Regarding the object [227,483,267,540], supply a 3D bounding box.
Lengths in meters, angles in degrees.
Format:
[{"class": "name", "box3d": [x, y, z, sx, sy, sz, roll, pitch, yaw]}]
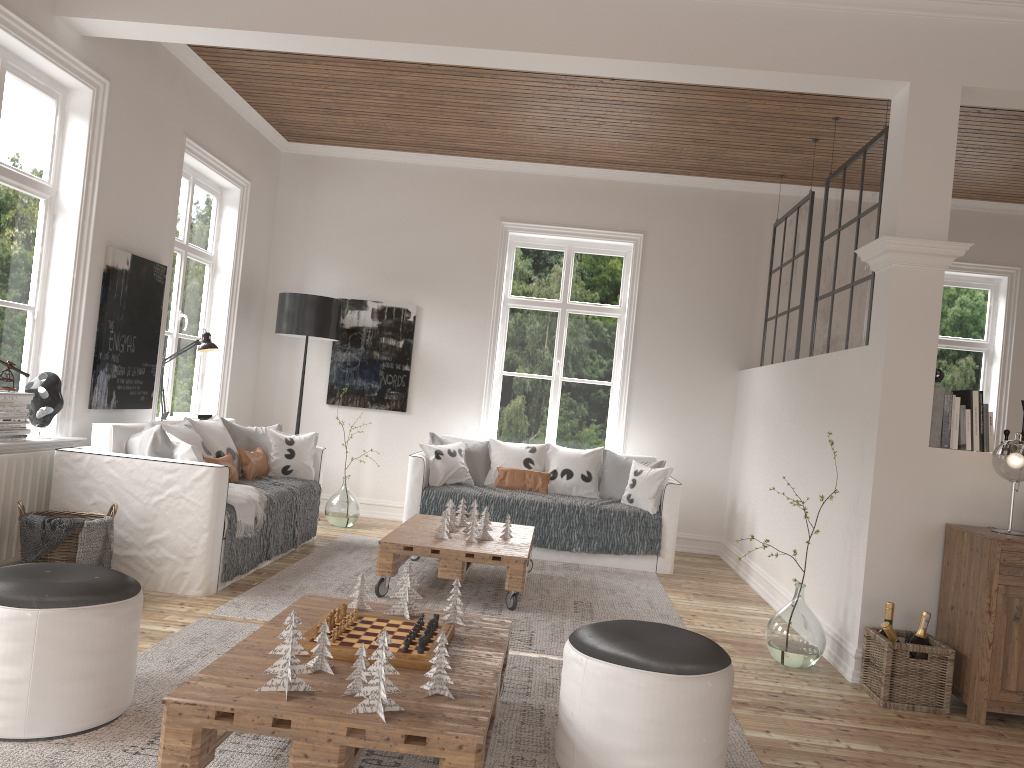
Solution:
[{"class": "object", "box3d": [-1.686, 0.645, 4.864, 0.729, 0.255, 0.588, 6, -1, 7]}]

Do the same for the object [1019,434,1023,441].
[{"class": "object", "box3d": [2.303, 0.277, 4.009, 0.058, 0.102, 0.032, 6, -1, -2]}]

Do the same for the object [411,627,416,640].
[{"class": "object", "box3d": [-0.304, 0.770, 2.737, 0.017, 0.037, 0.017, 5, -1, 23]}]

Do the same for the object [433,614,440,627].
[{"class": "object", "box3d": [-0.249, 0.777, 2.913, 0.019, 0.040, 0.019, 5, -1, 37]}]

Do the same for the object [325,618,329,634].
[{"class": "object", "box3d": [-0.568, 0.738, 2.710, 0.022, 0.047, 0.022, 5, -1, 36]}]

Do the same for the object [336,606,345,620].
[{"class": "object", "box3d": [-0.558, 0.744, 2.884, 0.026, 0.044, 0.026, 7, -1, -42]}]

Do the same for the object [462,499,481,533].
[{"class": "object", "box3d": [-0.223, 0.779, 5.259, 0.107, 0.195, 0.113, 6, -1, 10]}]

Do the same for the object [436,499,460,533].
[{"class": "object", "box3d": [-0.369, 0.764, 5.180, 0.106, 0.193, 0.112, 5, -1, 31]}]

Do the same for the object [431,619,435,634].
[{"class": "object", "box3d": [-0.255, 0.771, 2.827, 0.022, 0.047, 0.022, 5, -1, 36]}]

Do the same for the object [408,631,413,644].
[{"class": "object", "box3d": [-0.310, 0.768, 2.696, 0.017, 0.037, 0.017, 5, -1, 23]}]

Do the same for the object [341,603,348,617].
[{"class": "object", "box3d": [-0.555, 0.747, 2.929, 0.019, 0.040, 0.019, 5, -1, 37]}]

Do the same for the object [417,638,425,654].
[{"class": "object", "box3d": [-0.267, 0.769, 2.604, 0.019, 0.040, 0.019, 6, -1, 0]}]

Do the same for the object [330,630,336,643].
[{"class": "object", "box3d": [-0.528, 0.745, 2.621, 0.017, 0.037, 0.017, 5, -1, 23]}]

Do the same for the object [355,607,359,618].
[{"class": "object", "box3d": [-0.511, 0.753, 2.925, 0.017, 0.037, 0.017, 5, -1, 23]}]

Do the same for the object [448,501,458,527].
[{"class": "object", "box3d": [-0.369, 0.781, 5.354, 0.095, 0.164, 0.090, 6, -1, 10]}]

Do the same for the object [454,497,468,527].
[{"class": "object", "box3d": [-0.307, 0.783, 5.453, 0.090, 0.176, 0.090, 7, -1, -35]}]

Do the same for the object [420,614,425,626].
[{"class": "object", "box3d": [-0.294, 0.774, 2.913, 0.017, 0.037, 0.017, 5, -1, 23]}]

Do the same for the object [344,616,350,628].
[{"class": "object", "box3d": [-0.519, 0.750, 2.797, 0.017, 0.037, 0.017, 5, -1, 23]}]

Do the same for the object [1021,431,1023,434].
[{"class": "object", "box3d": [2.337, 0.273, 4.055, 0.058, 0.117, 0.032, 5, -1, 14]}]

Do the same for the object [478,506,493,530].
[{"class": "object", "box3d": [-0.161, 0.812, 5.407, 0.075, 0.147, 0.075, 5, -1, 35]}]

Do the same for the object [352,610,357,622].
[{"class": "object", "box3d": [-0.511, 0.752, 2.885, 0.017, 0.037, 0.017, 5, -1, 23]}]

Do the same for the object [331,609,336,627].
[{"class": "object", "box3d": [-0.564, 0.736, 2.797, 0.025, 0.055, 0.025, 5, -1, 36]}]

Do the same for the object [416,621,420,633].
[{"class": "object", "box3d": [-0.300, 0.772, 2.824, 0.017, 0.037, 0.017, 5, -1, 23]}]

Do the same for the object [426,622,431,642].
[{"class": "object", "box3d": [-0.259, 0.763, 2.738, 0.025, 0.058, 0.025, 7, -1, -42]}]

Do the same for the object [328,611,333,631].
[{"class": "object", "box3d": [-0.565, 0.733, 2.753, 0.025, 0.058, 0.025, 7, -1, -42]}]

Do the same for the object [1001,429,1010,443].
[{"class": "object", "box3d": [2.270, 0.267, 4.076, 0.058, 0.117, 0.032, 6, -1, -23]}]

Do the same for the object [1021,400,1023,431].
[{"class": "object", "box3d": [2.367, 0.206, 4.106, 0.085, 0.259, 0.085, 5, -1, 44]}]

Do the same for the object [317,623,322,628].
[{"class": "object", "box3d": [-0.571, 0.738, 2.666, 0.026, 0.044, 0.026, 7, -1, -42]}]

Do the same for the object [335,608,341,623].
[{"class": "object", "box3d": [-0.559, 0.741, 2.846, 0.022, 0.047, 0.022, 5, -1, 36]}]

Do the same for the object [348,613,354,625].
[{"class": "object", "box3d": [-0.515, 0.751, 2.841, 0.017, 0.037, 0.017, 5, -1, 23]}]

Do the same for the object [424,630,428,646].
[{"class": "object", "box3d": [-0.263, 0.768, 2.692, 0.022, 0.047, 0.022, 6, -1, -29]}]

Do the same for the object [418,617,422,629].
[{"class": "object", "box3d": [-0.298, 0.773, 2.867, 0.017, 0.037, 0.017, 5, -1, 23]}]

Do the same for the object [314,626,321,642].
[{"class": "object", "box3d": [-0.574, 0.739, 2.622, 0.019, 0.040, 0.019, 6, -1, 0]}]

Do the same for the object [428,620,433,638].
[{"class": "object", "box3d": [-0.257, 0.766, 2.781, 0.025, 0.055, 0.025, 5, -1, 36]}]

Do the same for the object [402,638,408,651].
[{"class": "object", "box3d": [-0.312, 0.767, 2.610, 0.017, 0.037, 0.017, 6, -1, -16]}]

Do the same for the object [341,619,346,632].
[{"class": "object", "box3d": [-0.523, 0.748, 2.751, 0.017, 0.037, 0.017, 5, -1, 23]}]

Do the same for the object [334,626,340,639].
[{"class": "object", "box3d": [-0.526, 0.747, 2.667, 0.017, 0.037, 0.017, 5, -1, 23]}]

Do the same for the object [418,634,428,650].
[{"class": "object", "box3d": [-0.267, 0.768, 2.648, 0.026, 0.044, 0.026, 7, -1, -42]}]

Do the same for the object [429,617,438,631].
[{"class": "object", "box3d": [-0.255, 0.774, 2.868, 0.026, 0.044, 0.026, 7, -1, -42]}]

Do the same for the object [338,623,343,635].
[{"class": "object", "box3d": [-0.525, 0.747, 2.709, 0.017, 0.037, 0.017, 5, -1, 23]}]

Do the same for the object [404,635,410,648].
[{"class": "object", "box3d": [-0.312, 0.767, 2.649, 0.017, 0.037, 0.017, 5, -1, 23]}]

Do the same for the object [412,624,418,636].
[{"class": "object", "box3d": [-0.303, 0.771, 2.781, 0.017, 0.037, 0.017, 5, -1, 23]}]
